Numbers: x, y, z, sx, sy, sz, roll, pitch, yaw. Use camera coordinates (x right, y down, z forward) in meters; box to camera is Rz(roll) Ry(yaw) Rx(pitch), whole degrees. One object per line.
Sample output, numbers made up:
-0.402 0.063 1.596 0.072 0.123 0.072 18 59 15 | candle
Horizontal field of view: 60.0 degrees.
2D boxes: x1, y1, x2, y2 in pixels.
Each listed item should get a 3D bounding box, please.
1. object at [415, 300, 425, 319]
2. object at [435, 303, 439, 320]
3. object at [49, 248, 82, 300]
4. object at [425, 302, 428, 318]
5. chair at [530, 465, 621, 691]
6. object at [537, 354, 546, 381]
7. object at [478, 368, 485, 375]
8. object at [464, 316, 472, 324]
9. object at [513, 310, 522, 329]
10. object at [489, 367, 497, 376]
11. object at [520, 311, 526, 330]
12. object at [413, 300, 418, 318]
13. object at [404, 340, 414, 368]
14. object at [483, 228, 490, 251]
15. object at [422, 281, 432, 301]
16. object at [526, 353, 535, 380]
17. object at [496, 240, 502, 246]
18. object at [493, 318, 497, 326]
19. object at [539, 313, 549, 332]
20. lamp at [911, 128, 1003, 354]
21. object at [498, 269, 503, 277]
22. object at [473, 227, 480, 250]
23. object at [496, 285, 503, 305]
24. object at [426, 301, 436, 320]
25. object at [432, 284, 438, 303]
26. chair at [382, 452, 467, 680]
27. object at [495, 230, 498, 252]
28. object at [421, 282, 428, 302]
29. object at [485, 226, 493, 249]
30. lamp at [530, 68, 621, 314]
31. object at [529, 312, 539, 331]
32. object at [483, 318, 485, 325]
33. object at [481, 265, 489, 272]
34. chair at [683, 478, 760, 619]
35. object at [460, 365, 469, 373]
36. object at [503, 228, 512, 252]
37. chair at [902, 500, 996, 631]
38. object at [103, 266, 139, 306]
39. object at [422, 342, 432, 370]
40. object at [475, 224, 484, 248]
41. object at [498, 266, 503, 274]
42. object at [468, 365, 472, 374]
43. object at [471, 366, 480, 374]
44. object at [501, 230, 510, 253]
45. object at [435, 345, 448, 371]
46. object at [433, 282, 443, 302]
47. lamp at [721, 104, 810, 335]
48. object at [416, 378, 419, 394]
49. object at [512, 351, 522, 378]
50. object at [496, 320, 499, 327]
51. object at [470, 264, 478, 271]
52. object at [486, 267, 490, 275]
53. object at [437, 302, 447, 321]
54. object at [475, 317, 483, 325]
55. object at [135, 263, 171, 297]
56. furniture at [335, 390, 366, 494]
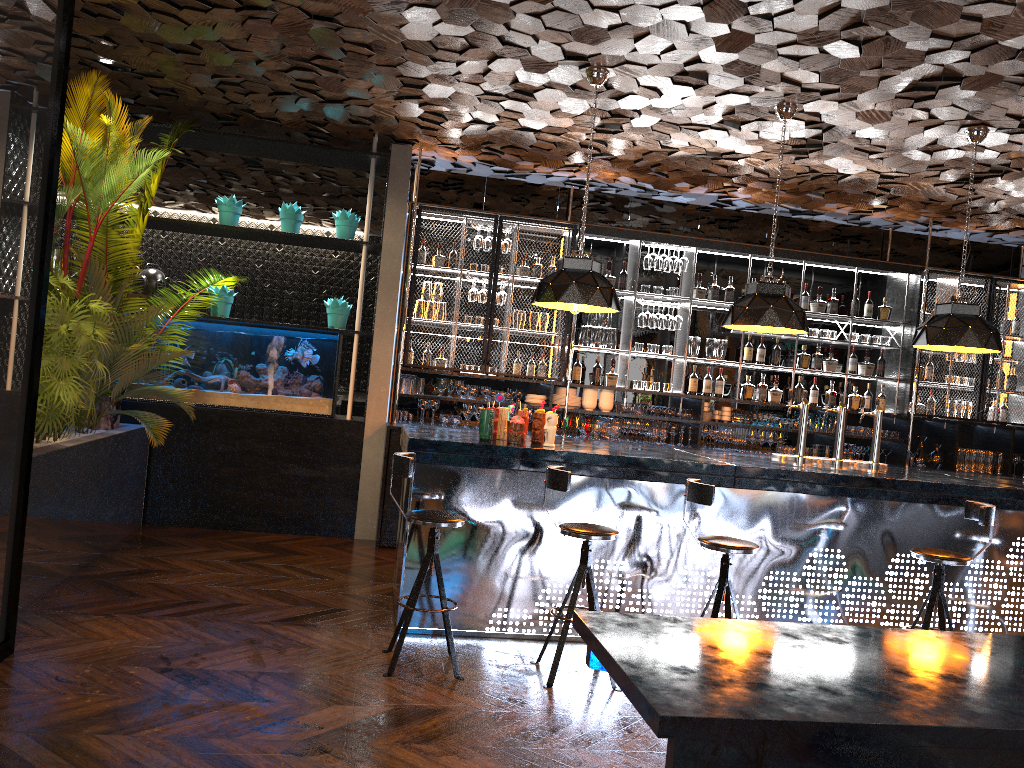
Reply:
-0.863 -0.698 8.351 0.092 0.182 0.092 5 0 -14 | object
-0.687 -0.682 8.467 0.092 0.182 0.092 5 0 -14 | object
-4.074 -0.969 7.932 0.458 0.472 0.250 6 0 18 | object
-0.782 -0.691 8.461 0.092 0.182 0.092 5 0 -14 | object
0.362 1.018 4.771 0.476 1.108 0.419 5 0 -9 | chair
0.290 -0.161 8.556 0.075 0.260 0.075 6 0 40 | object
-0.285 -0.125 8.481 0.077 0.080 0.077 5 0 -43 | object
-0.418 -0.605 8.434 0.077 0.080 0.077 6 0 3 | object
0.048 -0.611 8.448 0.092 0.182 0.092 5 0 -14 | object
-0.185 -0.115 8.441 0.077 0.080 0.077 5 0 -21 | object
0.087 -0.608 8.556 0.092 0.182 0.092 5 0 -14 | object
-0.888 -0.701 8.450 0.092 0.182 0.092 5 0 -14 | object
-0.965 -0.281 8.357 0.075 0.261 0.075 6 0 40 | object
-0.235 -1.384 8.509 0.081 0.213 0.081 5 0 -3 | object
-0.796 -0.875 8.357 0.092 0.182 0.092 5 0 -14 | object
0.185 -0.172 8.561 0.075 0.260 0.075 6 0 40 | object
-0.128 -1.373 8.380 0.081 0.213 0.081 5 0 -3 | object
-0.182 -0.582 8.379 0.077 0.080 0.077 5 0 -13 | object
0.305 -0.587 8.492 0.092 0.182 0.092 5 0 -14 | object
3.235 -1.024 6.310 0.582 1.564 0.607 5 0 -9 | lamp
-0.127 -1.076 8.564 0.077 0.080 0.077 6 0 27 | object
-0.330 -1.393 8.494 0.081 0.213 0.081 5 0 -3 | object
-0.109 -0.870 8.539 0.081 0.213 0.081 5 0 -3 | object
-0.761 -0.688 8.367 0.092 0.182 0.092 5 0 -14 | object
-0.713 -0.867 8.459 0.092 0.182 0.092 5 0 -14 | object
-0.454 0.939 4.708 0.476 1.108 0.419 5 0 -9 | chair
-0.150 -1.376 8.522 0.081 0.213 0.081 5 0 -3 | object
-0.816 -0.877 8.453 0.092 0.182 0.092 5 0 -14 | object
-0.213 -1.382 8.367 0.081 0.213 0.081 5 0 -3 | object
0.492 -1.261 5.868 0.582 1.606 0.607 5 0 -9 | lamp
0.208 -0.596 8.498 0.092 0.182 0.092 5 0 -14 | object
-0.268 -0.591 8.518 0.077 0.080 0.077 5 0 -45 | object
-0.258 -1.088 8.425 0.077 0.080 0.077 6 0 27 | object
1.113 1.090 4.770 0.476 1.108 0.419 5 0 -9 | chair
-0.452 -0.141 8.380 0.077 0.080 0.077 6 0 30 | object
-0.039 -1.365 8.394 0.081 0.213 0.081 5 0 -3 | object
2.465 1.219 5.086 0.476 1.108 0.419 6 0 6 | chair
-3.605 -0.891 8.008 0.378 0.398 0.232 6 0 21 | object
-0.797 -0.265 8.356 0.075 0.260 0.075 6 0 25 | object
-0.308 -1.391 8.352 0.081 0.213 0.081 5 0 -3 | object
-0.128 -1.075 8.401 0.077 0.080 0.077 6 0 27 | object
-0.408 -0.137 8.537 0.077 0.080 0.077 6 0 30 | object
-0.347 -0.131 8.384 0.077 0.080 0.077 5 0 -23 | object
-0.061 -1.368 8.536 0.081 0.213 0.081 5 0 -3 | object
-0.664 -0.243 8.387 0.108 0.244 0.108 6 0 5 | object
-0.697 -0.866 8.381 0.092 0.182 0.092 5 0 -14 | object
1.845 -1.158 6.209 0.582 1.564 0.607 5 0 -9 | lamp
-0.877 0.020 8.390 0.051 0.152 0.058 6 0 15 | object
0.053 -0.183 8.518 0.075 0.261 0.075 6 0 40 | object
-0.166 -0.581 8.541 0.077 0.080 0.077 5 0 -13 | object
-0.365 -1.098 8.428 0.077 0.080 0.077 5 0 -18 | object
-0.232 -1.086 8.537 0.077 0.080 0.077 5 0 -43 | object
-0.660 -0.679 8.373 0.092 0.182 0.092 5 0 -14 | object
-0.313 -0.594 8.412 0.077 0.080 0.077 5 0 -31 | object
-3.234 -0.934 7.973 0.278 0.292 0.290 6 0 28 | object
-6.806 0.283 11.263 9.798 1.137 3.595 5 0 -9 | furniture
